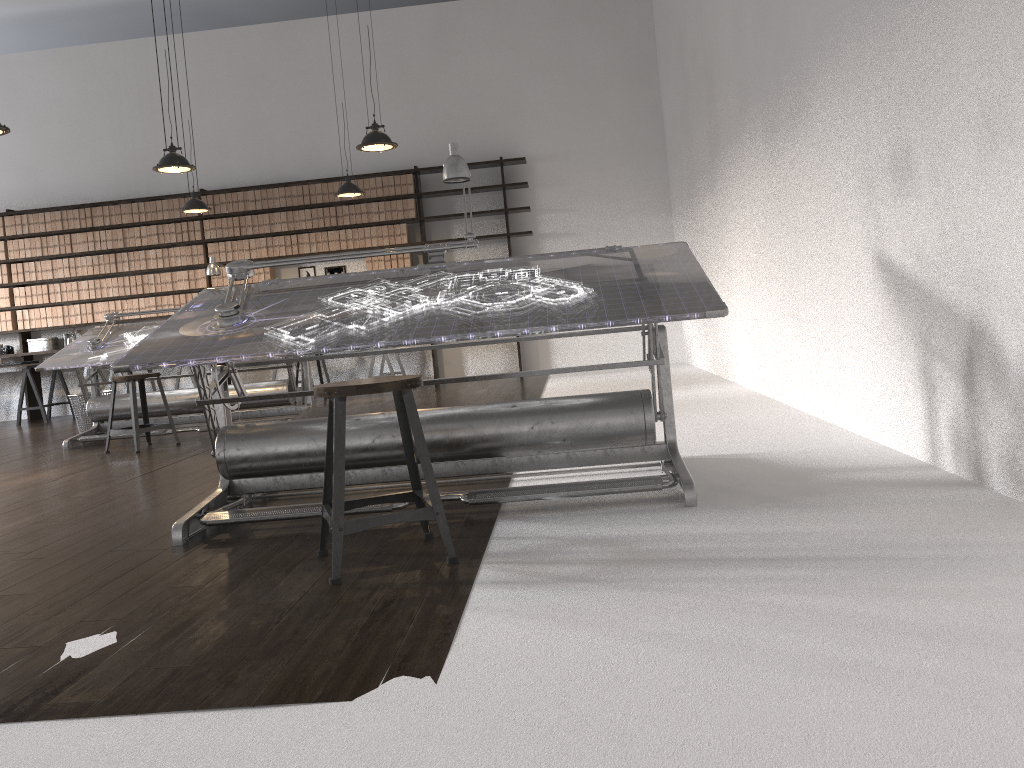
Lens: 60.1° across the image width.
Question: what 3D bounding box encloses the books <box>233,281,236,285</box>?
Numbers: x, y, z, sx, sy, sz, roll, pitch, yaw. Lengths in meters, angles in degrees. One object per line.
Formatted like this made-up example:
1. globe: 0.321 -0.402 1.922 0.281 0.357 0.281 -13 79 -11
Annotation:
1. books: -3.187 -1.243 10.182 0.066 0.225 0.175 -5 2 4

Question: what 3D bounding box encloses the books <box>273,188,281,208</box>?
1. books: -2.665 -2.115 10.124 0.066 0.225 0.175 -5 2 4

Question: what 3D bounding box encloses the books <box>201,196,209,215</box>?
1. books: -3.501 -2.041 10.185 0.066 0.225 0.175 -5 2 4

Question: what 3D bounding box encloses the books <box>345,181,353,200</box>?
1. books: -1.838 -2.188 10.067 0.066 0.225 0.175 -5 2 4

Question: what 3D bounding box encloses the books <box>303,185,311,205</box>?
1. books: -2.320 -2.145 10.098 0.067 0.225 0.175 -5 2 4

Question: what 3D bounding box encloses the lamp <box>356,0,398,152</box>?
1. lamp: -1.106 -2.872 6.549 0.311 2.250 0.312 -6 1 -16

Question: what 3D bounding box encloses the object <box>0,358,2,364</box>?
1. object: -5.936 -0.247 10.238 0.062 0.094 0.062 -7 3 -37

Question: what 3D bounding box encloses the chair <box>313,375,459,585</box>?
1. chair: -0.389 0.253 2.557 0.359 0.527 0.372 -6 2 -18

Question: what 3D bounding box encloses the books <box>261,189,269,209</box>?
1. books: -2.803 -2.103 10.136 0.066 0.225 0.175 -5 2 4

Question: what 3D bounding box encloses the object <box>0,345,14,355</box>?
1. object: -5.930 -0.396 10.371 0.171 0.108 0.091 -5 2 4

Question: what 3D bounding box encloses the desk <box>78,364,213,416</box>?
1. desk: -4.051 -0.012 9.890 1.667 0.669 0.657 -5 3 4

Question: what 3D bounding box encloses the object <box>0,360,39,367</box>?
1. object: -5.572 -0.220 9.870 0.445 0.033 0.313 -5 4 4

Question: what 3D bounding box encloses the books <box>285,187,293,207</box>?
1. books: -2.521 -2.127 10.111 0.067 0.225 0.175 -5 2 4

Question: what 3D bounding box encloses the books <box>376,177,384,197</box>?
1. books: -1.486 -2.219 10.040 0.066 0.225 0.175 -5 2 4

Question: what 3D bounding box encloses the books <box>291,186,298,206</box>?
1. books: -2.458 -2.133 10.111 0.066 0.225 0.175 -5 2 4

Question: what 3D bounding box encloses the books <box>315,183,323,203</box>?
1. books: -2.174 -2.158 10.089 0.066 0.225 0.175 -5 2 4

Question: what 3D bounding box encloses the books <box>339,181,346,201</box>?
1. books: -1.900 -2.183 10.073 0.066 0.225 0.175 -5 2 4

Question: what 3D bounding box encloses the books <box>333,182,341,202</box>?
1. books: -1.967 -2.176 10.073 0.067 0.225 0.175 -5 2 4

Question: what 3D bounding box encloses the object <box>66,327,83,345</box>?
1. object: -5.125 -0.551 10.362 0.181 0.271 0.156 -6 2 -12

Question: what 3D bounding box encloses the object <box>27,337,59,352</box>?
1. object: -5.494 -0.458 10.379 0.317 0.152 0.193 -5 3 3

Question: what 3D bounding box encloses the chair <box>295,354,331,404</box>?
1. chair: -2.070 -0.071 9.169 0.359 0.527 0.371 -6 2 -28

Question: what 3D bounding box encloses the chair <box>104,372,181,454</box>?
1. chair: -2.575 0.198 6.125 0.371 0.527 0.359 -4 3 32

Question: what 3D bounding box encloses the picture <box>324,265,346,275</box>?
1. picture: -2.044 -1.273 10.273 0.251 0.183 0.023 -5 1 4

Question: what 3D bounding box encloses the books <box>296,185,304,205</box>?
1. books: -2.393 -2.139 10.109 0.066 0.225 0.175 -5 2 4

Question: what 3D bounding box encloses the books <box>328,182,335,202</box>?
1. books: -2.033 -2.171 10.084 0.066 0.225 0.175 -5 2 4

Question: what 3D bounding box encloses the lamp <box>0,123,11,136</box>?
1. lamp: -3.167 -2.565 5.074 0.310 2.263 0.313 -5 1 29

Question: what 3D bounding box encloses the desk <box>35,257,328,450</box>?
1. desk: -2.472 -0.313 6.993 2.068 1.385 1.079 -5 2 4

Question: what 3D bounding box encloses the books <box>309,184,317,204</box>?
1. books: -2.245 -2.152 10.099 0.066 0.225 0.175 -5 2 4

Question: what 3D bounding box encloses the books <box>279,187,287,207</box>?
1. books: -2.593 -2.121 10.116 0.066 0.225 0.175 -5 2 4

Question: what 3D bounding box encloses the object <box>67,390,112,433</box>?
1. object: -3.480 0.260 7.362 0.352 0.377 0.354 -4 3 26

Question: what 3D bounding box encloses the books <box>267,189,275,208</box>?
1. books: -2.734 -2.109 10.133 0.066 0.225 0.175 -5 2 4

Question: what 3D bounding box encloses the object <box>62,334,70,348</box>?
1. object: -5.257 -0.497 10.450 0.079 0.188 0.079 -6 2 -17

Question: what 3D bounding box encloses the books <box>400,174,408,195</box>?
1. books: -1.207 -2.244 10.028 0.066 0.225 0.175 -5 2 4

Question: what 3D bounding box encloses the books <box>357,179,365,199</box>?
1. books: -1.696 -2.201 10.060 0.066 0.225 0.175 -5 2 4

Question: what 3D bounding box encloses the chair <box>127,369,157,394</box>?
1. chair: -3.872 0.090 9.266 0.372 0.527 0.358 -6 2 -23

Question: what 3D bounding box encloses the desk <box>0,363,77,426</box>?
1. desk: -5.804 0.144 10.011 1.667 0.669 0.657 -5 3 4

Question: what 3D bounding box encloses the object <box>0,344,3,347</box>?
1. object: -6.036 -0.382 10.409 0.107 0.161 0.236 -7 3 -30

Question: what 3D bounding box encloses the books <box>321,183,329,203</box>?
1. books: -2.104 -2.165 10.089 0.066 0.225 0.175 -5 2 4

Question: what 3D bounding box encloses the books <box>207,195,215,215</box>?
1. books: -3.427 -2.047 10.174 0.067 0.225 0.175 -5 2 4

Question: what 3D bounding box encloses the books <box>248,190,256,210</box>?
1. books: -2.945 -2.090 10.143 0.066 0.225 0.175 -5 2 4

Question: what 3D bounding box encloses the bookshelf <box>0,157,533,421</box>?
1. bookshelf: -4.253 -0.581 10.356 9.173 3.204 0.374 -5 1 4

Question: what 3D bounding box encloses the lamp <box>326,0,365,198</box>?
1. lamp: -1.697 -2.970 8.652 0.310 2.250 0.313 -5 1 29

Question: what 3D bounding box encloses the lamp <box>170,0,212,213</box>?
1. lamp: -3.241 -2.833 8.758 0.310 2.250 0.313 -5 1 29

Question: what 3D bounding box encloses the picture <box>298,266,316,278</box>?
1. picture: -2.374 -1.223 10.297 0.201 0.284 0.022 -5 1 3

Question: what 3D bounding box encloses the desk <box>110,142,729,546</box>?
1. desk: -0.303 -0.257 3.438 2.068 1.385 1.079 -5 2 4

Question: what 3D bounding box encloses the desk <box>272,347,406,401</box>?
1. desk: -1.924 -0.200 9.744 1.667 0.669 0.657 -5 3 4

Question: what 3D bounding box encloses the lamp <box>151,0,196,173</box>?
1. lamp: -2.650 -2.735 6.655 0.310 2.250 0.313 -5 1 29

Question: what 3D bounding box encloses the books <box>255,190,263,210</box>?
1. books: -2.874 -2.096 10.137 0.067 0.225 0.175 -5 2 4

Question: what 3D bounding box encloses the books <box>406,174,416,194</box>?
1. books: -1.138 -2.250 10.019 0.066 0.225 0.175 -5 2 4

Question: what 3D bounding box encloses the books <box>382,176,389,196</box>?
1. books: -1.414 -2.225 10.035 0.067 0.225 0.175 -5 2 4

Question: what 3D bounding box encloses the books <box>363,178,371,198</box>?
1. books: -1.626 -2.207 10.057 0.066 0.225 0.175 -5 2 4

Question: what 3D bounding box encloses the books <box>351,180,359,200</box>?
1. books: -1.766 -2.194 10.061 0.067 0.225 0.175 -5 2 4
